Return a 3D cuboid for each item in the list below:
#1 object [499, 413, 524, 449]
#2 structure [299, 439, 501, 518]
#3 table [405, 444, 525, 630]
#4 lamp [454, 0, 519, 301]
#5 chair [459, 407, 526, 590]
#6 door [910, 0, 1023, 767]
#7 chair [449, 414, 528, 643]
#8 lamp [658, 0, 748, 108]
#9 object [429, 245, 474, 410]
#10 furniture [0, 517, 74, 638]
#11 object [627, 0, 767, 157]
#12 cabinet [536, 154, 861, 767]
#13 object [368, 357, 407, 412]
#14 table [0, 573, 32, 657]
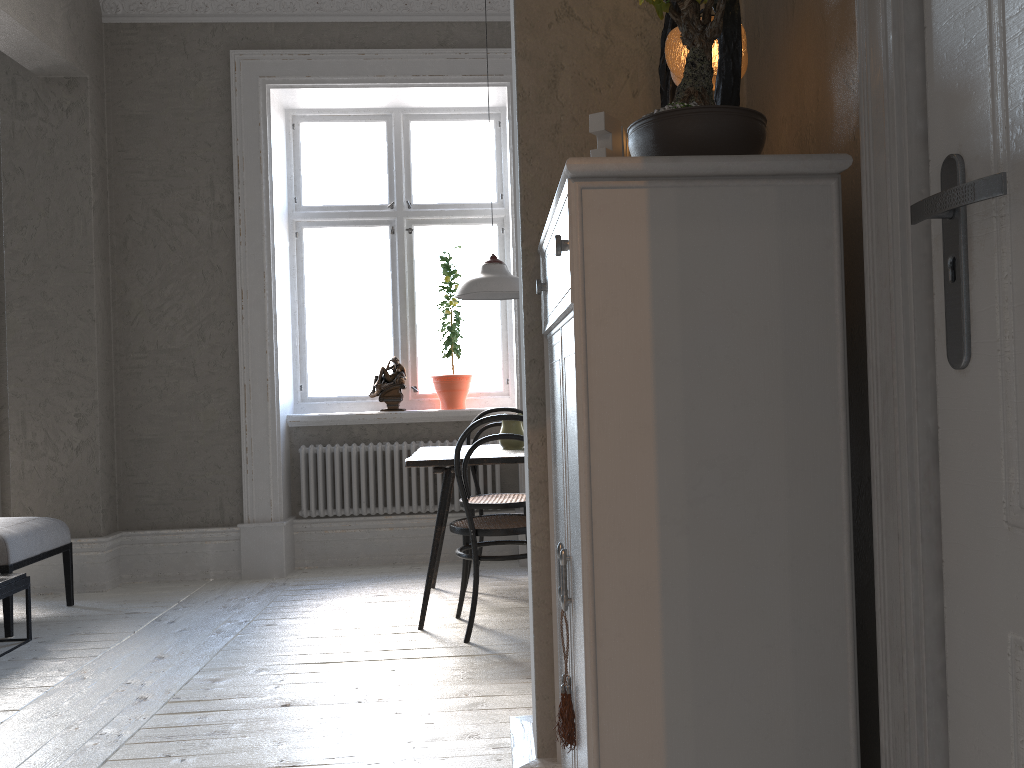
[{"bbox_3d":[-0.002,0.227,4.283,0.138,0.170,0.146,-2,0,-41],"label":"object"},{"bbox_3d":[-0.639,0.551,5.225,1.228,0.428,0.148,-2,0,-6],"label":"structure"},{"bbox_3d":[0.495,0.662,4.251,1.924,0.735,0.902,-2,0,-3],"label":"table"},{"bbox_3d":[-0.111,-1.336,4.183,0.372,1.858,0.387,-2,0,35],"label":"lamp"},{"bbox_3d":[-0.053,0.589,4.695,0.436,0.920,0.551,-2,0,5],"label":"chair"},{"bbox_3d":[0.485,-0.109,0.633,0.080,2.183,0.749,-2,0,-2],"label":"door"},{"bbox_3d":[-0.047,0.583,3.764,0.440,0.920,0.547,-2,0,-5],"label":"chair"},{"bbox_3d":[0.320,-0.443,1.517,0.171,0.558,0.451,-2,0,6],"label":"lamp"},{"bbox_3d":[-0.372,-0.341,5.348,0.264,0.991,0.275,-2,0,37],"label":"object"},{"bbox_3d":[-2.607,0.881,4.120,0.830,0.476,0.582,-2,0,-3],"label":"furniture"},{"bbox_3d":[0.244,-0.558,1.234,0.334,0.553,0.303,-2,0,31],"label":"object"},{"bbox_3d":[0.251,0.369,1.410,0.384,1.297,0.665,-2,0,-2],"label":"cabinet"},{"bbox_3d":[-0.753,0.001,5.318,0.237,0.329,0.120,-2,0,-2],"label":"object"},{"bbox_3d":[-2.713,0.978,3.342,1.313,0.303,0.847,-2,0,-3],"label":"table"}]
